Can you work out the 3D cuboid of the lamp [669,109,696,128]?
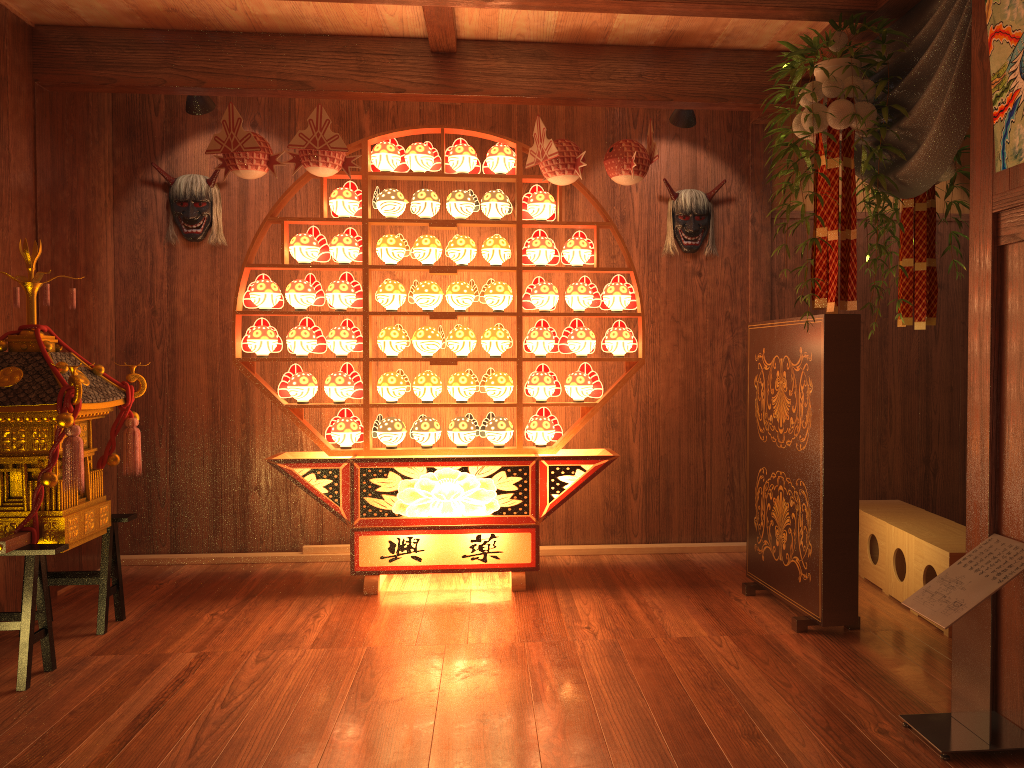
[{"bbox_3d":[0.855,-1.371,4.445,0.133,0.177,0.178,0,2,16],"label":"lamp"}]

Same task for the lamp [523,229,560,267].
[{"bbox_3d":[0.140,-0.668,4.319,0.201,0.200,0.156,0,2,-4],"label":"lamp"}]

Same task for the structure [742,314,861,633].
[{"bbox_3d":[1.223,0.347,3.783,0.273,1.250,0.792,0,2,-6],"label":"structure"}]

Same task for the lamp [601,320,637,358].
[{"bbox_3d":[0.529,-0.225,4.369,0.181,0.192,0.158,0,2,6],"label":"lamp"}]

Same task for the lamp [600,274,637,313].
[{"bbox_3d":[0.517,-0.449,4.363,0.198,0.200,0.159,0,2,11],"label":"lamp"}]

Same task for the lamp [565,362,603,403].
[{"bbox_3d":[0.324,-0.008,4.357,0.194,0.200,0.162,1,2,31],"label":"lamp"}]

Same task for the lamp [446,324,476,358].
[{"bbox_3d":[-0.241,-0.211,4.294,0.142,0.167,0.153,-1,2,-18],"label":"lamp"}]

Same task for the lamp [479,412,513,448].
[{"bbox_3d":[-0.058,0.226,4.328,0.144,0.173,0.151,-1,2,-38],"label":"lamp"}]

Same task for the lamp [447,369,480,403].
[{"bbox_3d":[-0.249,0.010,4.302,0.135,0.167,0.161,1,2,27],"label":"lamp"}]

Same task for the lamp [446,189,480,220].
[{"bbox_3d":[-0.255,-0.871,4.281,0.135,0.167,0.162,1,2,37],"label":"lamp"}]

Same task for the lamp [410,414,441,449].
[{"bbox_3d":[-0.411,0.232,4.290,0.143,0.161,0.153,-1,2,-23],"label":"lamp"}]

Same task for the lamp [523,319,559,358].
[{"bbox_3d":[0.139,-0.225,4.331,0.188,0.195,0.158,0,2,6],"label":"lamp"}]

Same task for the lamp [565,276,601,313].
[{"bbox_3d":[0.326,-0.444,4.347,0.176,0.191,0.161,1,2,26],"label":"lamp"}]

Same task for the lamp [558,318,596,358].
[{"bbox_3d":[0.347,-0.229,4.352,0.205,0.200,0.153,-1,2,-19],"label":"lamp"}]

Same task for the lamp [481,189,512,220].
[{"bbox_3d":[-0.084,-0.875,4.292,0.138,0.173,0.159,0,2,12],"label":"lamp"}]

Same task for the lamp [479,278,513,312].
[{"bbox_3d":[-0.062,-0.434,4.309,0.144,0.173,0.152,-1,2,-33],"label":"lamp"}]

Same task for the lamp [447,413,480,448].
[{"bbox_3d":[-0.249,0.229,4.308,0.135,0.167,0.161,1,2,27],"label":"lamp"}]

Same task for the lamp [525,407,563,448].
[{"bbox_3d":[0.141,0.213,4.346,0.192,0.197,0.159,0,2,11],"label":"lamp"}]

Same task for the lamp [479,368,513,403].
[{"bbox_3d":[-0.059,0.007,4.319,0.144,0.173,0.151,-1,2,-38],"label":"lamp"}]

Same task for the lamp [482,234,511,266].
[{"bbox_3d":[-0.079,-0.654,4.298,0.139,0.173,0.157,0,2,2],"label":"lamp"}]

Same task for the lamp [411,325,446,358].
[{"bbox_3d":[-0.420,-0.207,4.284,0.162,0.161,0.135,-1,2,-29],"label":"lamp"}]

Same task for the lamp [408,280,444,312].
[{"bbox_3d":[-0.399,-0.427,4.279,0.153,0.161,0.143,1,2,26],"label":"lamp"}]

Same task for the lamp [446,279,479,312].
[{"bbox_3d":[-0.260,-0.431,4.298,0.162,0.167,0.134,-1,2,-39],"label":"lamp"}]

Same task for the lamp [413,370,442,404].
[{"bbox_3d":[-0.411,0.013,4.282,0.140,0.161,0.156,0,2,-3],"label":"lamp"}]

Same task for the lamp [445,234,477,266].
[{"bbox_3d":[-0.239,-0.651,4.284,0.143,0.167,0.153,-1,2,-23],"label":"lamp"}]

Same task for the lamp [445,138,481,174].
[{"bbox_3d":[-0.237,-1.108,4.271,0.204,0.200,0.154,0,2,-14],"label":"lamp"}]

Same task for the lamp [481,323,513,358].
[{"bbox_3d":[-0.083,-0.214,4.310,0.138,0.173,0.159,0,2,12],"label":"lamp"}]

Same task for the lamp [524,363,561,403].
[{"bbox_3d":[0.143,-0.004,4.337,0.185,0.194,0.158,0,2,6],"label":"lamp"}]

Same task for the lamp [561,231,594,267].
[{"bbox_3d":[0.319,-0.666,4.338,0.187,0.195,0.159,0,2,11],"label":"lamp"}]

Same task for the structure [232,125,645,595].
[{"bbox_3d":[-0.330,-0.139,4.290,1.973,2.195,0.487,0,2,-5],"label":"structure"}]

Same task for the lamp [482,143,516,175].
[{"bbox_3d":[-0.056,-1.102,4.288,0.189,0.188,0.157,0,2,1],"label":"lamp"}]

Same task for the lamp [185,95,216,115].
[{"bbox_3d":[-1.487,-1.365,4.213,0.138,0.176,0.171,-1,2,-18],"label":"lamp"}]

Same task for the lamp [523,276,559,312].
[{"bbox_3d":[0.163,-0.442,4.329,0.194,0.187,0.153,-1,2,-24],"label":"lamp"}]

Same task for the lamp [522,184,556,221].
[{"bbox_3d":[0.146,-0.888,4.315,0.205,0.200,0.153,-1,2,-19],"label":"lamp"}]
